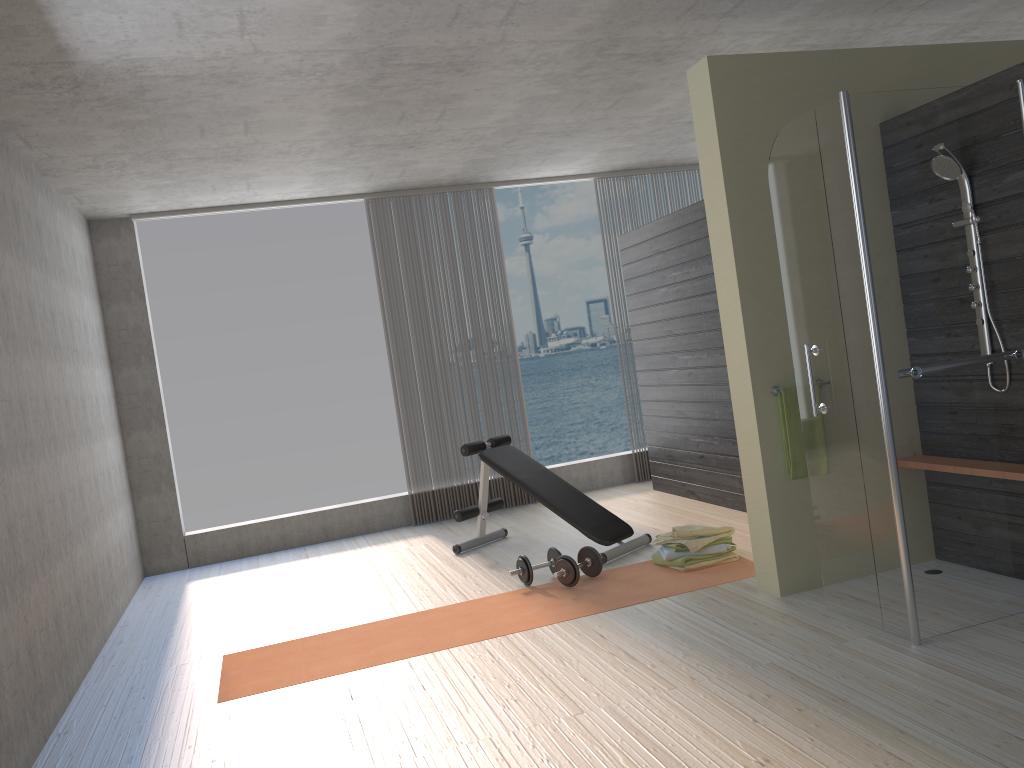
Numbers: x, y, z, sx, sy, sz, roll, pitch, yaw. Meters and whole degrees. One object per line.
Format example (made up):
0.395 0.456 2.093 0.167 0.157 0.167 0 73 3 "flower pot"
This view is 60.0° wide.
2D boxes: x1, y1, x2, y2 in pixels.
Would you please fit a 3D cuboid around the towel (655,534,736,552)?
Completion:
1.035 0.884 5.001 0.376 0.085 0.371 -9 2 -11 "towel"

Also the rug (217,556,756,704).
-0.040 1.164 4.520 2.779 0.002 0.716 -9 2 -16 "rug"

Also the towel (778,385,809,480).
1.359 0.217 4.111 0.214 0.433 0.070 -9 2 -21 "towel"

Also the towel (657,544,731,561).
1.020 0.923 4.987 0.383 0.078 0.383 -8 2 1 "towel"

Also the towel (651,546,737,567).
1.013 0.951 4.965 0.380 0.081 0.367 -9 2 -18 "towel"

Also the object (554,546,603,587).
0.365 1.000 4.865 0.385 0.176 0.176 -10 3 -44 "object"

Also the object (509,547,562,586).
0.161 1.034 5.034 0.385 0.176 0.176 -9 2 -24 "object"

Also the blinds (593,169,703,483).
1.444 -0.554 8.052 1.133 2.744 0.069 -9 2 -16 "blinds"

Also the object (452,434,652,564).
0.183 0.711 5.790 1.312 0.746 0.505 -7 3 43 "object"

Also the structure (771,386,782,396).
1.345 0.015 4.130 0.298 0.046 0.052 -9 2 -16 "structure"

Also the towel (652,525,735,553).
1.012 0.833 4.976 0.384 0.123 0.373 -9 2 -32 "towel"

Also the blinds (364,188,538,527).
-0.488 -0.255 7.491 1.133 2.744 0.069 -9 2 -16 "blinds"

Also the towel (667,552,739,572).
1.037 0.970 4.964 0.376 0.044 0.371 -9 2 -17 "towel"
